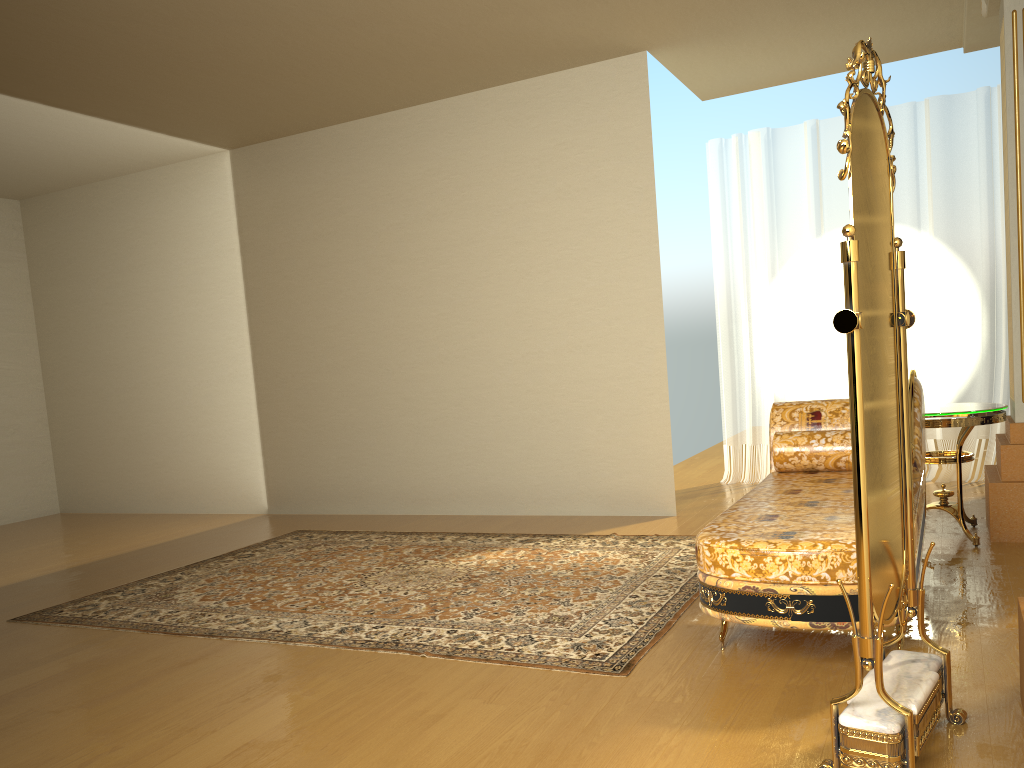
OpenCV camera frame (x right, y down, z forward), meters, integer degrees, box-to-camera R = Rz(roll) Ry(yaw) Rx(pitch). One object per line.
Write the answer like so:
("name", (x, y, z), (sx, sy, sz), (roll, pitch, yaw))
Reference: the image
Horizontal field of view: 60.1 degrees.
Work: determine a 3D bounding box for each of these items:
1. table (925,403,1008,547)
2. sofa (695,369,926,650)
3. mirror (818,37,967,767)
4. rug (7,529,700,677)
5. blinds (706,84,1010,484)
("table", (2.110, 0.437, 4.332), (0.570, 0.646, 0.570), (-6, 4, -18))
("sofa", (1.211, 0.413, 3.423), (0.694, 0.875, 1.882), (-3, 3, 26))
("mirror", (0.883, 0.054, 2.109), (0.243, 1.709, 0.538), (-1, 6, 36))
("rug", (-0.549, 0.959, 4.433), (3.082, 0.017, 2.105), (-4, 2, 26))
("blinds", (2.389, -0.562, 5.997), (2.168, 2.520, 0.163), (-3, 6, 29))
